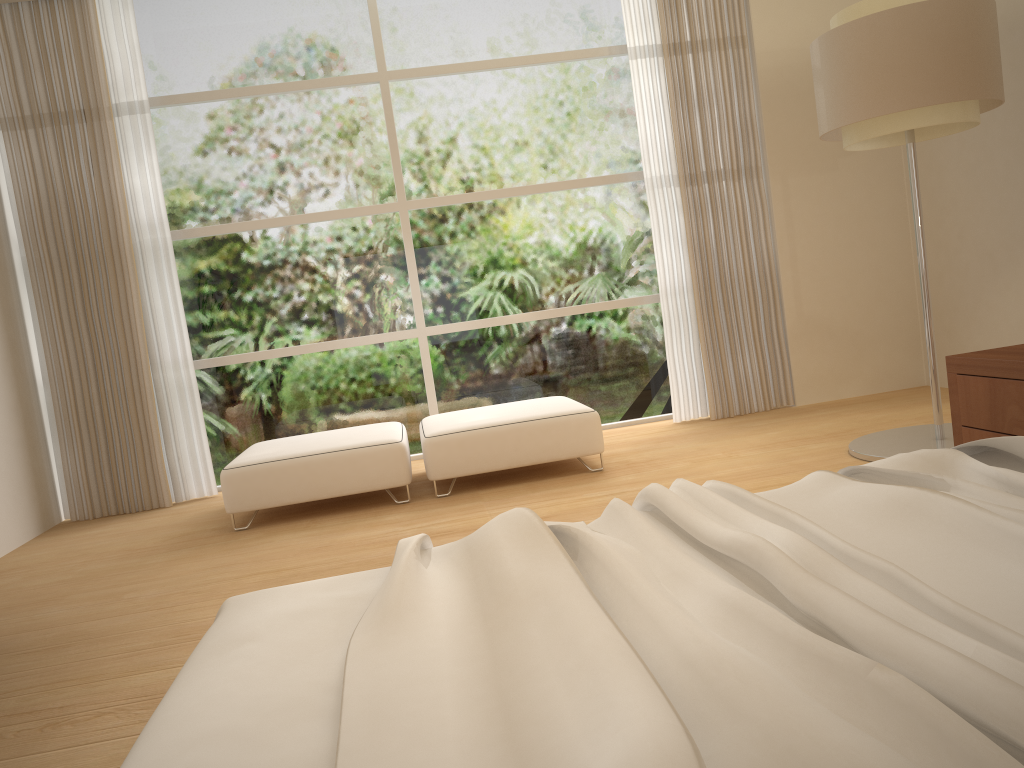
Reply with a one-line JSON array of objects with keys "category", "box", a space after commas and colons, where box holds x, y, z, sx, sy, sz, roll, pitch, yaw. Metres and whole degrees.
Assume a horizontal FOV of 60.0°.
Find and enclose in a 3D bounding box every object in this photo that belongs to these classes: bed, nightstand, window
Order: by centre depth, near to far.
[{"category": "bed", "box": [0.688, 0.479, 0.902, 2.535, 0.570, 2.599, -9, 5, -6]}, {"category": "nightstand", "box": [2.076, 0.277, 1.115, 0.493, 0.539, 4.220, -9, 5, -6]}, {"category": "window", "box": [-0.728, -1.178, 5.886, 4.781, 3.371, 0.071, -9, 5, -6]}]

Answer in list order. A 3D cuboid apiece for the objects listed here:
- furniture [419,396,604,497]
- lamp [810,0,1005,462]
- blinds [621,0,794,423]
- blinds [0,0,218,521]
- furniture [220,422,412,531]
[{"category": "furniture", "box": [-0.035, 0.324, 5.099, 0.965, 0.346, 0.964, -9, 5, -6]}, {"category": "lamp", "box": [1.877, -0.706, 4.080, 0.817, 2.018, 0.817, -4, 6, 36]}, {"category": "blinds", "box": [1.256, -1.445, 5.802, 0.814, 3.351, 0.202, -9, 5, -7]}, {"category": "blinds", "box": [-2.565, -0.865, 5.420, 0.950, 3.352, 0.211, -9, 5, -8]}, {"category": "furniture", "box": [-1.052, 0.480, 4.984, 0.965, 0.346, 0.964, -9, 5, -6]}]
